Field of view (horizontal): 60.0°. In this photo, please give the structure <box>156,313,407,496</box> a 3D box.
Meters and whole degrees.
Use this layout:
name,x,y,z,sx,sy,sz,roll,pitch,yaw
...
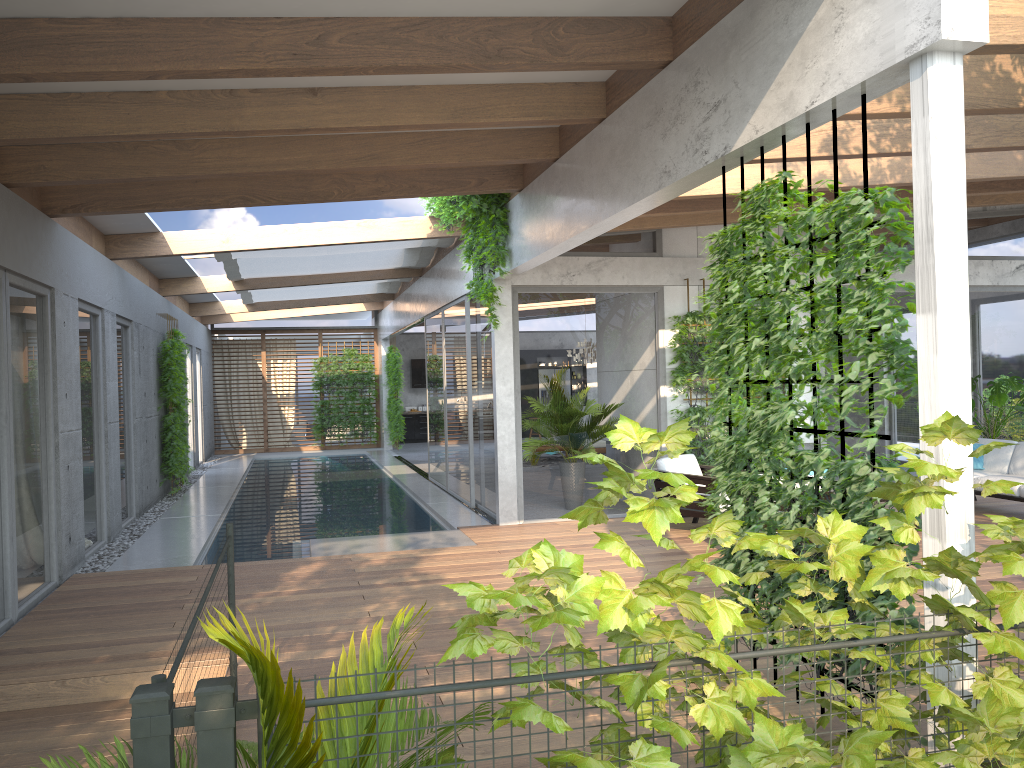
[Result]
name,x,y,z,sx,sy,sz,roll,pitch,yaw
structure,-4.007,0.263,17.843,2.739,2.687,10.282,-2,0,3

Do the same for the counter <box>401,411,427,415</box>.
name,x,y,z,sx,sy,sz,roll,pitch,yaw
counter,-1.680,0.768,24.734,3.805,0.061,0.607,-2,0,-14

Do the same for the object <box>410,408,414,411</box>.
name,x,y,z,sx,sy,sz,roll,pitch,yaw
object,-2.732,0.708,24.310,0.090,0.087,0.086,-2,0,-37

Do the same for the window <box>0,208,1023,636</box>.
name,x,y,z,sx,sy,sz,roll,pitch,yaw
window,0.757,-0.328,18.078,14.294,3.764,23.280,-2,0,-14

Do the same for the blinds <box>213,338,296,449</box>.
name,x,y,z,sx,sy,sz,roll,pitch,yaw
blinds,-6.485,0.271,22.567,2.087,2.898,0.692,-2,0,-10

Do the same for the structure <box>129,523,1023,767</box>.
name,x,y,z,sx,sy,sz,roll,pitch,yaw
structure,6.607,1.089,10.668,15.587,3.022,31.708,-1,0,27

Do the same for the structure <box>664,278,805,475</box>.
name,x,y,z,sx,sy,sz,roll,pitch,yaw
structure,2.647,0.099,10.374,1.851,2.669,0.500,-2,0,-13

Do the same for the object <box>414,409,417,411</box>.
name,x,y,z,sx,sy,sz,roll,pitch,yaw
object,-2.659,0.720,24.351,0.072,0.057,0.083,-2,0,-38

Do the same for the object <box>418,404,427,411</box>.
name,x,y,z,sx,sy,sz,roll,pitch,yaw
object,-2.439,0.657,24.762,0.405,0.200,0.147,-2,0,-12

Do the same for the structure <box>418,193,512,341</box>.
name,x,y,z,sx,sy,sz,roll,pitch,yaw
structure,-0.483,-1.445,9.600,0.918,2.054,1.822,-2,0,-17

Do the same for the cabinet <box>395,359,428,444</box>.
name,x,y,z,sx,sy,sz,roll,pitch,yaw
cabinet,-0.683,0.310,25.005,5.901,2.502,0.709,-2,0,-15

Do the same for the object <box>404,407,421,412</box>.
name,x,y,z,sx,sy,sz,roll,pitch,yaw
object,-2.746,0.700,24.488,0.381,0.134,0.590,-2,0,-25

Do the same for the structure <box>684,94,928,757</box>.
name,x,y,z,sx,sy,sz,roll,pitch,yaw
structure,1.315,0.161,4.156,0.500,2.687,1.807,-2,0,-13

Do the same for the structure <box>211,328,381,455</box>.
name,x,y,z,sx,sy,sz,roll,pitch,yaw
structure,-5.530,0.159,22.440,4.313,3.079,0.085,-2,0,-14

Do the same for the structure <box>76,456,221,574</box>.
name,x,y,z,sx,sy,sz,roll,pitch,yaw
structure,-5.446,1.716,14.374,0.477,0.068,13.673,-2,0,-14
